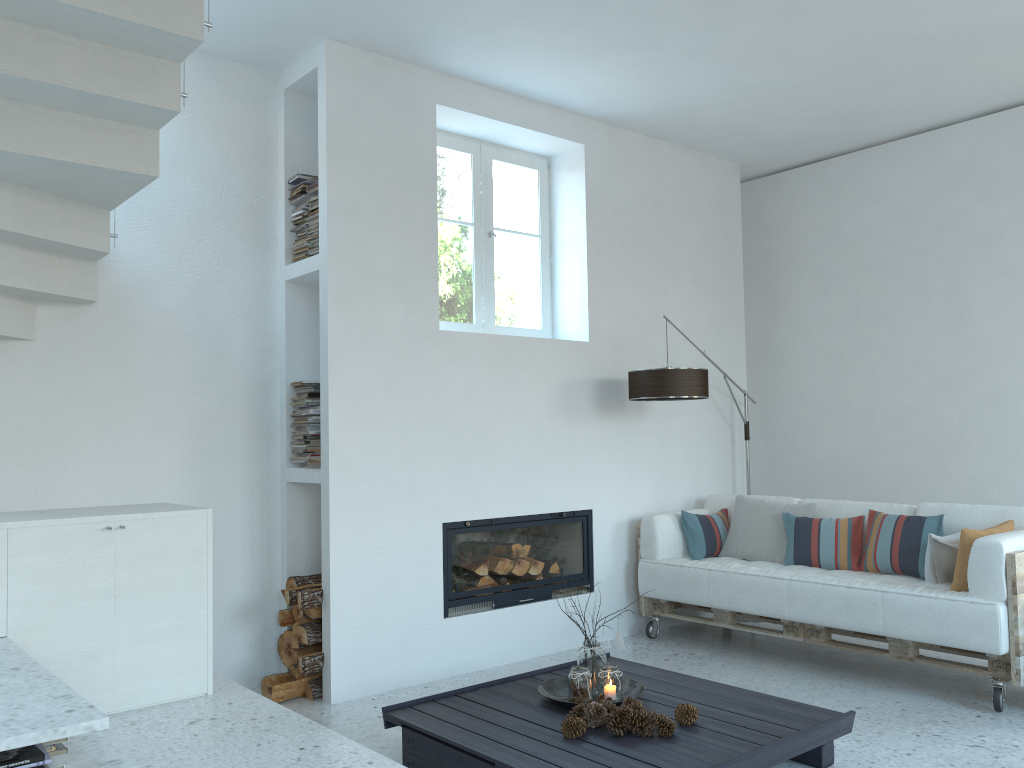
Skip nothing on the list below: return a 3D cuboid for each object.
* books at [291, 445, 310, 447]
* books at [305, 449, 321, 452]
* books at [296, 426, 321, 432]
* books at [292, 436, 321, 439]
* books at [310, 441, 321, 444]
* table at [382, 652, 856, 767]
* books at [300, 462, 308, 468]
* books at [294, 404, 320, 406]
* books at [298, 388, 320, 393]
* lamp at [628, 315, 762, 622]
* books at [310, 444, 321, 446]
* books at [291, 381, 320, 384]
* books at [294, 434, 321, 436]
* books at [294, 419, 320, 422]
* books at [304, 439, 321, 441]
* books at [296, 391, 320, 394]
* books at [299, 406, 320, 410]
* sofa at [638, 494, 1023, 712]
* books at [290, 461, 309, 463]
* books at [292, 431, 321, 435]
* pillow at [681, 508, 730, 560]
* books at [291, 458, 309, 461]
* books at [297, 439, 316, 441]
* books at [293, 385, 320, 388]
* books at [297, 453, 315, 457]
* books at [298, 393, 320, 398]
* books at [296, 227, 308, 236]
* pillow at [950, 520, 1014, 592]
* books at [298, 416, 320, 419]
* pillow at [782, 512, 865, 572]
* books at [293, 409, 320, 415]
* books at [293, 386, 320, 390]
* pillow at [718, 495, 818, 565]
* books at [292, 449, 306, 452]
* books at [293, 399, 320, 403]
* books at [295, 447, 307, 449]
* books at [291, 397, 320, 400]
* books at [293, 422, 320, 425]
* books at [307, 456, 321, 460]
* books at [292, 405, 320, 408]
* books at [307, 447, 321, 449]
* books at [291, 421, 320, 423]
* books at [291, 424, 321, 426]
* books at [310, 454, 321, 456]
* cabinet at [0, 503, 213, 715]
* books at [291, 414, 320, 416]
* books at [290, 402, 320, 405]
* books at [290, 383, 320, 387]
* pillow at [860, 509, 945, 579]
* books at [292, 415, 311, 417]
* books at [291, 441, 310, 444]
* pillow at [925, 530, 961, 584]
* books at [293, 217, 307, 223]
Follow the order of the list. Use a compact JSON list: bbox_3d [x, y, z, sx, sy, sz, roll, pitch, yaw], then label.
[{"bbox_3d":[-0.991,0.323,4.644,0.282,0.010,0.169,2,-4,-37],"label":"books"},{"bbox_3d":[-0.903,0.333,4.467,0.219,0.013,0.157,2,-5,-42],"label":"books"},{"bbox_3d":[-1.000,0.234,4.657,0.222,0.028,0.141,1,-4,-35],"label":"books"},{"bbox_3d":[-0.992,0.279,4.647,0.282,0.016,0.162,1,-4,-36],"label":"books"},{"bbox_3d":[-0.904,0.293,4.469,0.174,0.017,0.153,1,-4,-36],"label":"books"},{"bbox_3d":[0.384,1.338,3.354,1.258,0.218,1.270,2,-5,-40],"label":"table"},{"bbox_3d":[-0.996,0.421,4.648,0.179,0.029,0.152,2,-4,-37],"label":"books"},{"bbox_3d":[-0.996,0.110,4.662,0.254,0.006,0.161,2,-4,-38],"label":"books"},{"bbox_3d":[-0.995,0.036,4.663,0.203,0.018,0.159,2,-5,-45],"label":"books"},{"bbox_3d":[1.259,0.591,5.692,0.470,1.964,1.559,-3,-4,36],"label":"lamp"},{"bbox_3d":[-0.904,0.306,4.469,0.180,0.010,0.153,1,-4,-36],"label":"books"},{"bbox_3d":[-0.995,-0.004,4.664,0.290,0.008,0.160,1,-4,-36],"label":"books"},{"bbox_3d":[-0.986,0.267,4.640,0.254,0.007,0.189,2,-5,-43],"label":"books"},{"bbox_3d":[-0.995,0.191,4.658,0.254,0.012,0.161,2,-5,-42],"label":"books"},{"bbox_3d":[-0.899,0.281,4.464,0.252,0.006,0.141,2,-4,-38],"label":"books"},{"bbox_3d":[-0.989,0.047,4.655,0.225,0.005,0.193,2,-5,-41],"label":"books"},{"bbox_3d":[-0.986,0.129,4.650,0.189,0.016,0.182,2,-5,-45],"label":"books"},{"bbox_3d":[1.772,1.084,4.920,0.871,0.854,2.196,2,-4,-40],"label":"sofa"},{"bbox_3d":[-1.001,0.403,4.654,0.294,0.008,0.132,2,-4,-37],"label":"books"},{"bbox_3d":[-0.989,0.255,4.644,0.263,0.016,0.192,2,-5,-40],"label":"books"},{"bbox_3d":[1.235,0.937,5.570,0.438,0.317,0.176,1,-4,-32],"label":"pillow"},{"bbox_3d":[-0.991,0.391,4.643,0.290,0.013,0.157,2,-5,-44],"label":"books"},{"bbox_3d":[-1.003,0.293,4.659,0.206,0.012,0.147,2,-5,-40],"label":"books"},{"bbox_3d":[-1.006,0.017,4.677,0.254,0.010,0.138,2,-5,-41],"label":"books"},{"bbox_3d":[-0.984,0.367,4.635,0.215,0.019,0.185,1,-4,-36],"label":"books"},{"bbox_3d":[-1.000,0.063,4.668,0.218,0.025,0.141,1,-4,-35],"label":"books"},{"bbox_3d":[-1.007,-0.795,4.703,0.236,0.015,0.150,2,-4,-37],"label":"books"},{"bbox_3d":[2.290,0.839,4.290,0.200,0.339,0.463,-4,-4,44],"label":"pillow"},{"bbox_3d":[-0.988,0.178,4.651,0.206,0.012,0.183,2,-4,-38],"label":"books"},{"bbox_3d":[1.766,0.904,5.047,0.479,0.322,0.204,-3,-4,32],"label":"pillow"},{"bbox_3d":[-0.986,0.148,4.649,0.262,0.023,0.200,2,-5,-40],"label":"books"},{"bbox_3d":[-0.987,0.024,4.654,0.262,0.006,0.184,2,-5,-44],"label":"books"},{"bbox_3d":[1.542,0.886,5.370,0.239,0.406,0.595,2,-4,-44],"label":"pillow"},{"bbox_3d":[-0.990,0.346,4.643,0.285,0.012,0.159,1,-4,-35],"label":"books"},{"bbox_3d":[-0.999,0.092,4.666,0.263,0.017,0.156,2,-5,-39],"label":"books"},{"bbox_3d":[-1.003,0.335,4.658,0.242,0.012,0.137,2,-4,-38],"label":"books"},{"bbox_3d":[-0.997,0.079,4.664,0.285,0.008,0.159,2,-5,-42],"label":"books"},{"bbox_3d":[-1.001,0.208,4.665,0.266,0.010,0.145,2,-5,-41],"label":"books"},{"bbox_3d":[-0.901,0.369,4.464,0.211,0.016,0.153,2,-4,-38],"label":"books"},{"bbox_3d":[-1.003,0.118,4.671,0.269,0.009,0.132,2,-4,-37],"label":"books"},{"bbox_3d":[-0.899,0.321,4.462,0.225,0.011,0.142,2,-4,-38],"label":"books"},{"bbox_3d":[-0.988,0.199,4.650,0.289,0.005,0.169,1,-4,-36],"label":"books"},{"bbox_3d":[-0.999,0.216,4.656,0.285,0.008,0.159,2,-5,-39],"label":"books"},{"bbox_3d":[-0.893,0.356,4.455,0.207,0.009,0.122,1,-4,-36],"label":"books"},{"bbox_3d":[-1.625,0.790,3.088,0.993,0.667,0.551,2,-4,-40],"label":"cabinet"},{"bbox_3d":[-0.999,0.165,4.665,0.295,0.007,0.146,2,-4,-38],"label":"books"},{"bbox_3d":[-1.005,0.104,4.674,0.295,0.007,0.135,2,-5,-41],"label":"books"},{"bbox_3d":[-1.005,0.007,4.676,0.295,0.011,0.137,2,-4,-38],"label":"books"},{"bbox_3d":[2.084,0.858,4.752,0.197,0.349,0.489,2,-4,-42],"label":"pillow"},{"bbox_3d":[-1.001,0.171,4.666,0.290,0.005,0.126,2,-5,-45],"label":"books"},{"bbox_3d":[-0.997,0.305,4.652,0.285,0.012,0.159,2,-5,-41],"label":"books"},{"bbox_3d":[2.223,0.910,4.441,0.482,0.354,0.237,2,-4,-44],"label":"pillow"},{"bbox_3d":[-1.006,-0.852,4.706,0.249,0.006,0.189,2,-5,-42],"label":"books"}]
